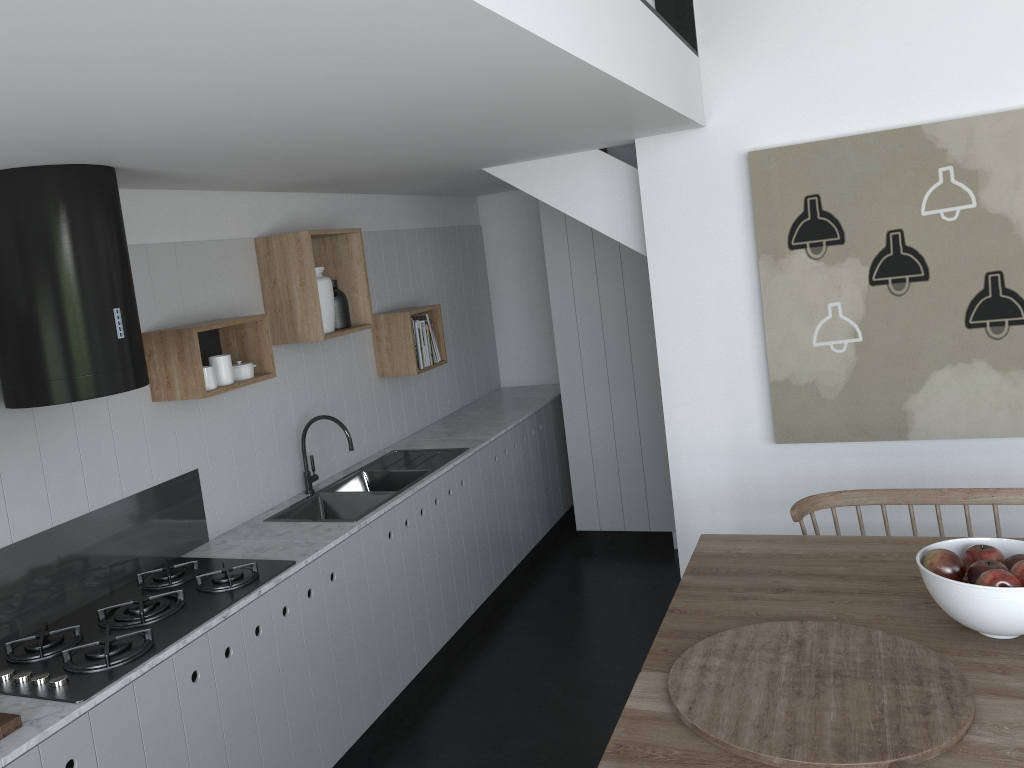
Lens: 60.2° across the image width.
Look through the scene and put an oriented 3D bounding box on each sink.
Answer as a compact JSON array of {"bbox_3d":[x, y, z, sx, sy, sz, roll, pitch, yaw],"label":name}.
[{"bbox_3d":[-0.623,0.534,4.159,0.462,0.165,1.161,-4,9,22],"label":"sink"}]

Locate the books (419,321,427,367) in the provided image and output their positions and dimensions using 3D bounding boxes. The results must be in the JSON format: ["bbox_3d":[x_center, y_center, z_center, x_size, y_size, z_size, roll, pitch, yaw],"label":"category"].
[{"bbox_3d":[-0.565,-0.217,4.920,0.166,0.256,0.014,-4,6,24],"label":"books"}]

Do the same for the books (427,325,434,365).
[{"bbox_3d":[-0.519,-0.214,4.970,0.145,0.222,0.014,-4,6,24],"label":"books"}]

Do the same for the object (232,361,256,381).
[{"bbox_3d":[-1.082,-0.056,3.515,0.109,0.073,0.129,-7,8,1],"label":"object"}]

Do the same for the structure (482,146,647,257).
[{"bbox_3d":[1.663,-0.229,4.213,3.677,2.616,1.041,-4,7,24],"label":"structure"}]

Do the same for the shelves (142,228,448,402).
[{"bbox_3d":[-1.128,-0.179,3.497,0.306,0.792,3.531,-5,9,22],"label":"shelves"}]

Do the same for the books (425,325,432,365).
[{"bbox_3d":[-0.527,-0.212,4.960,0.146,0.227,0.011,-4,6,24],"label":"books"}]

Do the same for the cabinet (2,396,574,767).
[{"bbox_3d":[-0.559,0.945,3.528,0.010,0.743,6.042,-5,9,22],"label":"cabinet"}]

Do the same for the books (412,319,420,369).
[{"bbox_3d":[-0.625,-0.212,4.855,0.232,0.279,0.010,-4,6,24],"label":"books"}]

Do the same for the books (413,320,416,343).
[{"bbox_3d":[-0.622,-0.210,4.841,0.223,0.280,0.013,-4,6,24],"label":"books"}]

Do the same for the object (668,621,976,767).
[{"bbox_3d":[0.664,0.637,1.837,0.696,0.023,0.584,1,12,44],"label":"object"}]

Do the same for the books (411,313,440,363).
[{"bbox_3d":[-0.517,-0.255,5.016,0.160,0.289,0.096,-4,6,23],"label":"books"}]

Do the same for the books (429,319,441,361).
[{"bbox_3d":[-0.499,-0.245,5.033,0.145,0.247,0.075,-4,6,23],"label":"books"}]

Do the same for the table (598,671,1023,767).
[{"bbox_3d":[1.132,1.059,1.235,2.083,0.745,0.923,-4,8,23],"label":"table"}]

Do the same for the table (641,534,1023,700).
[{"bbox_3d":[1.455,0.887,2.085,2.083,0.745,0.923,-4,8,23],"label":"table"}]

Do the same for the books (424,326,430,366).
[{"bbox_3d":[-0.536,-0.209,4.941,0.146,0.225,0.011,-4,6,24],"label":"books"}]

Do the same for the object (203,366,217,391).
[{"bbox_3d":[-1.141,-0.018,3.281,0.082,0.087,0.085,-11,8,-31],"label":"object"}]

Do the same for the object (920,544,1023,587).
[{"bbox_3d":[1.102,0.460,2.006,0.233,0.166,0.256,-9,8,-16],"label":"object"}]

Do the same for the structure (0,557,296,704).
[{"bbox_3d":[-1.187,0.713,2.795,0.565,0.048,0.970,-4,9,22],"label":"structure"}]

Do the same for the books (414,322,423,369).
[{"bbox_3d":[-0.577,-0.205,4.849,0.166,0.256,0.014,-4,6,24],"label":"books"}]

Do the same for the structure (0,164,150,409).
[{"bbox_3d":[-1.391,-0.394,2.696,0.408,0.864,0.423,-9,6,-20],"label":"structure"}]

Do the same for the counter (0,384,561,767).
[{"bbox_3d":[-0.871,0.581,3.608,0.591,0.020,6.045,-4,9,21],"label":"counter"}]

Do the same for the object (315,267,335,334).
[{"bbox_3d":[-0.925,-0.375,4.034,0.228,0.300,0.231,-8,7,-4],"label":"object"}]

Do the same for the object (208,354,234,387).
[{"bbox_3d":[-1.108,-0.050,3.371,0.087,0.115,0.085,-4,7,23],"label":"object"}]

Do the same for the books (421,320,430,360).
[{"bbox_3d":[-0.539,-0.224,4.952,0.145,0.253,0.011,-4,6,24],"label":"books"}]

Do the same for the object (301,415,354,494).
[{"bbox_3d":[-0.836,0.321,4.046,0.295,0.372,0.089,-4,6,24],"label":"object"}]

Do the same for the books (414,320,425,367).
[{"bbox_3d":[-0.573,-0.217,4.902,0.164,0.262,0.025,-4,6,24],"label":"books"}]

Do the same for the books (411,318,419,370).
[{"bbox_3d":[-0.619,-0.210,4.821,0.210,0.284,0.021,-4,6,24],"label":"books"}]

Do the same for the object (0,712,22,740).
[{"bbox_3d":[-1.434,0.861,2.109,0.408,0.030,0.287,-4,9,23],"label":"object"}]

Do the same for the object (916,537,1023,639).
[{"bbox_3d":[1.101,0.481,2.009,0.320,0.163,0.311,-4,8,20],"label":"object"}]

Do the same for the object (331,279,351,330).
[{"bbox_3d":[-0.858,-0.380,4.233,0.156,0.235,0.157,-5,7,20],"label":"object"}]

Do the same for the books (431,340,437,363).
[{"bbox_3d":[-0.515,-0.217,5.013,0.146,0.220,0.068,-4,6,23],"label":"books"}]

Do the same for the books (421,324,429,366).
[{"bbox_3d":[-0.548,-0.210,4.931,0.152,0.233,0.015,-4,6,24],"label":"books"}]

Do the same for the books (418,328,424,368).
[{"bbox_3d":[-0.567,-0.192,4.880,0.156,0.218,0.018,-4,6,24],"label":"books"}]

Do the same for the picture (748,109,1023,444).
[{"bbox_3d":[1.650,-0.388,3.414,1.324,1.212,0.059,-4,6,24],"label":"picture"}]

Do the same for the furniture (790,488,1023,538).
[{"bbox_3d":[1.560,0.769,2.560,1.388,0.806,0.536,-4,7,23],"label":"furniture"}]

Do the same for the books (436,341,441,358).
[{"bbox_3d":[-0.496,-0.237,5.049,0.146,0.220,0.068,-4,6,23],"label":"books"}]
